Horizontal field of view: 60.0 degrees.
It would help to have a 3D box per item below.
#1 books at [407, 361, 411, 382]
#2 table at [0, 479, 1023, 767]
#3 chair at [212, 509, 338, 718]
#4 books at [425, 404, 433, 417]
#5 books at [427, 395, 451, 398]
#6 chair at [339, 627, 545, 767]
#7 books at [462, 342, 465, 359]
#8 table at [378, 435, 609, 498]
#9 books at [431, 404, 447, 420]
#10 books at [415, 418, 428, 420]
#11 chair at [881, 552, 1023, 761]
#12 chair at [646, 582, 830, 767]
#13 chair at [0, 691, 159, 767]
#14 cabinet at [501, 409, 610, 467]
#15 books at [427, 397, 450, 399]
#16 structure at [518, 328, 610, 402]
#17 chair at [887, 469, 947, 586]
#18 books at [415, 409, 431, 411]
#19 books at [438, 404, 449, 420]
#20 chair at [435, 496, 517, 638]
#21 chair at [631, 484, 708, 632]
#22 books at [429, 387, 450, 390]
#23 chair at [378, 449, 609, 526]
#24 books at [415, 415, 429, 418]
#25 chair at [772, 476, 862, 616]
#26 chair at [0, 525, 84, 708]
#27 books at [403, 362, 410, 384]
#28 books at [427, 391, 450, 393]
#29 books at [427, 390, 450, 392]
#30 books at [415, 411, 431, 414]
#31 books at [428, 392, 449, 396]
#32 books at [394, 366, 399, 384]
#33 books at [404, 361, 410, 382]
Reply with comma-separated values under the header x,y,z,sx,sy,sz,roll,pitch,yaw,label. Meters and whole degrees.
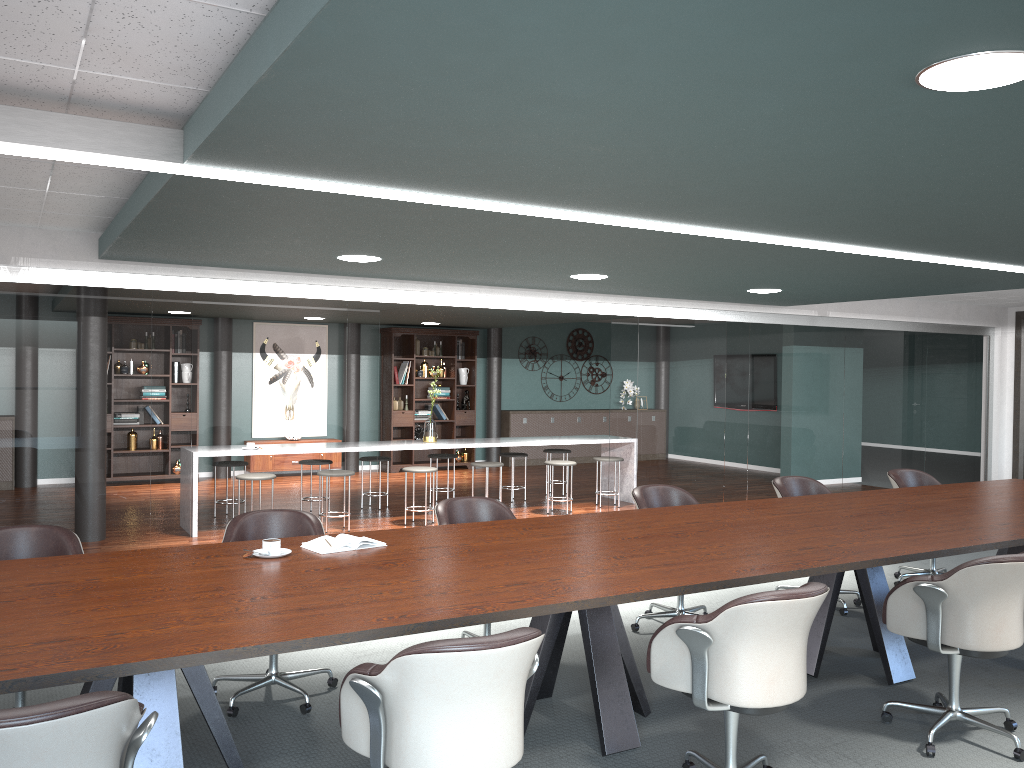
x,y,z,sx,sy,sz,roll,pitch,yaw,label
-1.475,-0.156,12.361,0.062,0.322,0.197,0,1,-30,books
0.922,1.004,3.900,6.694,0.706,1.374,0,1,-30,table
-1.014,0.949,3.795,0.535,0.761,0.518,1,1,-9,chair
-1.186,0.398,12.608,0.063,0.214,0.139,0,1,-30,books
-1.043,0.177,12.635,0.286,0.027,0.184,0,1,-30,books
-0.156,0.981,2.341,0.523,0.761,0.533,1,1,42,chair
-0.740,-0.474,12.782,0.042,0.248,0.194,0,1,-30,books
-0.790,0.920,8.696,4.577,0.699,0.609,0,1,-30,table
-1.049,0.396,12.609,0.176,0.227,0.194,0,1,-30,books
-1.305,0.491,12.461,0.286,0.027,0.184,0,1,-30,books
1.749,0.993,3.422,0.535,0.761,0.518,0,1,-24,chair
0.747,0.987,2.859,0.523,0.761,0.533,1,1,36,chair
-1.018,0.975,1.837,0.535,0.761,0.518,0,1,-24,chair
-2.901,0.791,11.682,12.287,0.820,0.402,0,1,-30,cabinet
-1.046,0.200,12.633,0.268,0.016,0.205,0,1,-30,books
0.877,-0.304,14.044,1.791,1.178,0.017,0,1,-30,structure
2.804,0.974,5.982,0.535,0.761,0.518,0,1,-24,chair
-1.295,0.368,12.464,0.268,0.016,0.205,0,1,-30,books
-1.019,0.395,12.627,0.166,0.228,0.205,0,1,-30,books
-0.135,0.955,4.298,0.535,0.761,0.518,0,1,-24,chair
0.907,0.962,4.895,0.535,0.761,0.518,0,1,-24,chair
-1.041,0.068,12.633,0.248,0.042,0.194,0,1,-30,books
-0.794,1.014,8.764,4.029,0.512,1.479,0,1,-30,chair
-1.307,0.456,12.459,0.248,0.042,0.194,0,1,-30,books
1.843,0.968,5.421,0.523,0.761,0.533,1,1,42,chair
-1.836,0.944,3.324,0.535,0.761,0.518,0,1,-24,chair
-1.498,-0.150,12.353,0.063,0.309,0.210,0,1,-30,books
-1.044,0.112,12.632,0.268,0.016,0.205,0,1,-30,books
-1.044,0.097,12.625,0.268,0.016,0.205,0,1,-30,books
-1.286,0.397,12.469,0.248,0.042,0.194,0,1,-30,books
-1.044,0.142,12.632,0.248,0.042,0.194,0,1,-30,books
-1.636,-0.121,12.277,0.084,0.252,0.194,0,1,-30,books
-1.489,-0.156,12.355,0.062,0.322,0.197,0,1,-30,books
